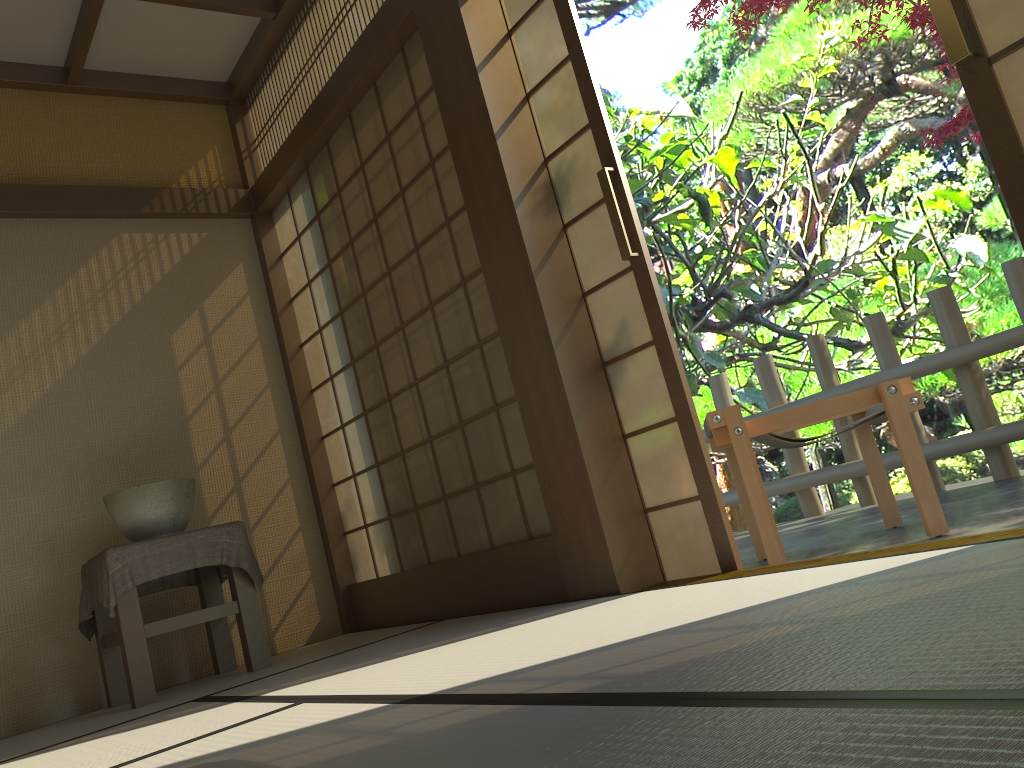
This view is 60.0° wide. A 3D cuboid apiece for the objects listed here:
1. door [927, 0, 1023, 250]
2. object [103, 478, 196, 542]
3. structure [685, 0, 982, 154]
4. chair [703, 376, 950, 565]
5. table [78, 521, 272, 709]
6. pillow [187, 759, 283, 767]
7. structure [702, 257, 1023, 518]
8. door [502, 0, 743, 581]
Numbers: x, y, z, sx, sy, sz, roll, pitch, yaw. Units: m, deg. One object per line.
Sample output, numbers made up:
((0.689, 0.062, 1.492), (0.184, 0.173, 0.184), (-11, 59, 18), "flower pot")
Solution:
((1.470, -1.057, 1.224), (0.073, 2.380, 1.894), (-8, -12, -37), "door")
((-1.475, 0.543, 3.668), (0.358, 0.230, 0.357), (-19, -10, 22), "object")
((3.149, -1.621, 4.632), (3.045, 4.004, 3.412), (-14, -9, -5), "structure")
((1.155, 0.324, 3.351), (0.704, 0.598, 0.698), (-16, -9, 9), "chair")
((-1.380, 0.936, 3.612), (0.629, 0.595, 0.633), (-8, -12, -37), "table")
((-0.480, 0.525, 0.951), (0.486, 0.107, 0.496), (-6, -13, -43), "pillow")
((3.283, -0.423, 3.290), (0.245, 1.136, 7.456), (-8, -12, -37), "structure")
((-0.151, -0.243, 3.515), (0.073, 2.380, 1.894), (-8, -12, -37), "door")
